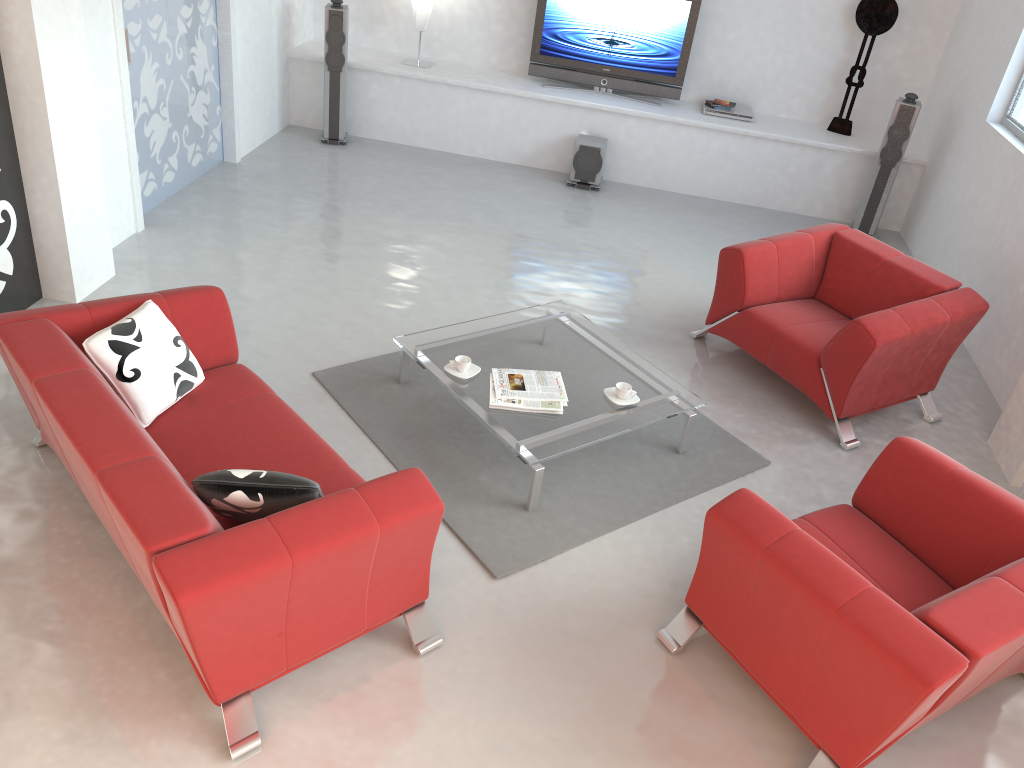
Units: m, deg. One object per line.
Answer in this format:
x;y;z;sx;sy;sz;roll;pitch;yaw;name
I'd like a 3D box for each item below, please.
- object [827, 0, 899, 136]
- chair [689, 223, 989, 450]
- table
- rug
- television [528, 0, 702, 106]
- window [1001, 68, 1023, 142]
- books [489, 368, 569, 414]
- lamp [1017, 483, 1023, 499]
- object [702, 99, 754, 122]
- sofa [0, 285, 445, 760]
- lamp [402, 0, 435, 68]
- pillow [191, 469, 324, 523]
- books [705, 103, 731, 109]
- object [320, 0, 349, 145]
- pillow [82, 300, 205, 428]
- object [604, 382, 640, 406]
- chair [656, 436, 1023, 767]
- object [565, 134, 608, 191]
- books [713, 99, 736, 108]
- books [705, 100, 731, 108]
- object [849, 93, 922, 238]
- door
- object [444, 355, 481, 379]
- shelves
2.919;-2.667;7.428;0.331;1.130;0.108;25;36;25;object
1.846;-0.362;5.114;0.951;0.738;1.288;-12;37;-29;chair
0.158;0.046;4.482;1.097;0.286;1.162;-16;39;-33;table
0.130;0.171;4.552;1.700;0.025;1.700;-16;39;-33;rug
0.861;-2.975;7.631;1.356;0.919;0.343;11;32;4;television
3.431;-1.987;4.794;0.100;1.800;2.400;11;32;4;window
0.078;0.024;4.195;0.367;0.035;0.345;6;32;-4;books
2.490;-0.069;3.817;0.313;1.779;0.313;7;32;-3;lamp
1.892;-2.403;7.779;0.430;0.045;0.352;11;32;4;object
-1.155;0.304;3.349;0.951;0.738;1.929;-20;41;-37;sofa
-0.759;-3.384;7.594;0.263;1.239;0.263;7;32;-3;lamp
-0.825;0.385;2.963;0.402;0.343;0.288;7;32;-2;pillow
1.799;-2.432;7.747;0.190;0.015;0.135;-9;36;-25;books
-1.501;-2.660;7.553;0.255;1.184;0.273;3;32;-9;object
-1.467;-0.088;3.563;0.288;0.343;0.402;15;33;10;pillow
0.528;0.040;4.244;0.153;0.069;0.153;-8;35;-24;object
1.362;0.764;3.212;1.288;0.738;0.951;-12;37;-29;chair
0.654;-1.907;7.631;0.336;0.374;0.337;11;32;4;object
1.852;-2.447;7.726;0.190;0.015;0.135;16;33;13;books
1.801;-2.446;7.742;0.190;0.015;0.135;0;33;-13;books
3.050;-1.774;7.219;0.255;1.184;0.273;19;34;17;object
-2.270;-2.489;5.807;0.240;2.550;1.600;11;32;4;door
-0.237;-0.089;4.267;0.153;0.069;0.153;26;36;26;object
0.787;-2.508;7.789;5.500;0.050;0.650;11;32;4;shelves
